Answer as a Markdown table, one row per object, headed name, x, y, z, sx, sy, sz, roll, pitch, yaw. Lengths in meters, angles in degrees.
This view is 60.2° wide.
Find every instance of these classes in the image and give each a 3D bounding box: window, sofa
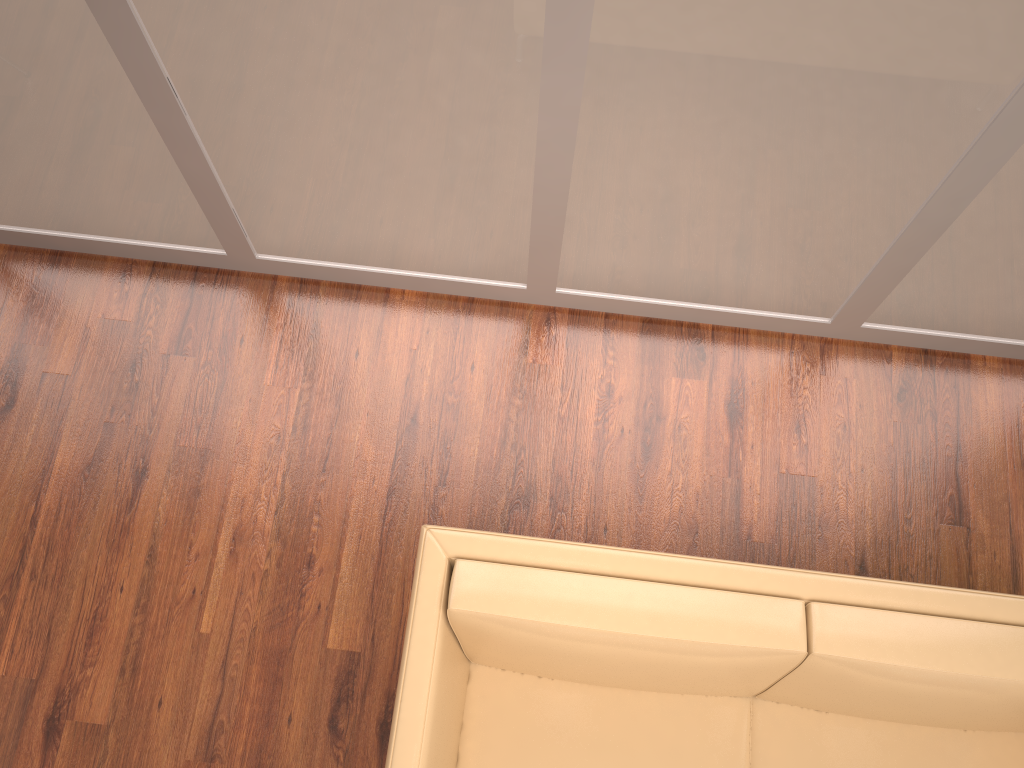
| name | x | y | z | sx | sy | sz | roll | pitch | yaw |
| --- | --- | --- | --- | --- | --- | --- | --- | --- | --- |
| window | -1.902 | -1.132 | 1.538 | 8.559 | 3.380 | 0.060 | 7 | 68 | 1 |
| sofa | 0.619 | 0.965 | 2.253 | 1.801 | 0.863 | 0.854 | 7 | 70 | 1 |
